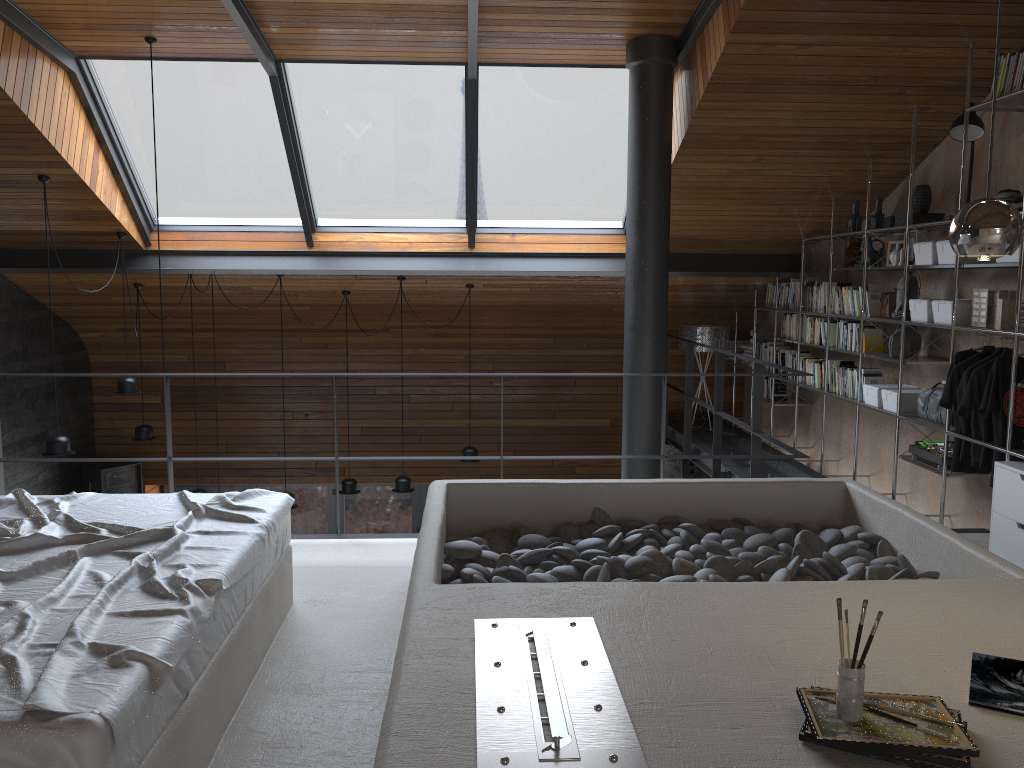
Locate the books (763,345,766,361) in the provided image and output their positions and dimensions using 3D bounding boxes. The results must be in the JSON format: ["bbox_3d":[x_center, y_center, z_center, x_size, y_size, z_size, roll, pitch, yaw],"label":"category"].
[{"bbox_3d":[2.395,-0.242,8.186,0.148,0.234,0.013,0,7,-3],"label":"books"}]

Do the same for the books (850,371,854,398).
[{"bbox_3d":[2.477,0.001,6.289,0.148,0.189,0.053,0,7,-3],"label":"books"}]

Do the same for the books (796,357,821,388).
[{"bbox_3d":[2.411,-0.097,7.066,0.139,0.211,0.467,0,7,-3],"label":"books"}]

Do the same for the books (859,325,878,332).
[{"bbox_3d":[2.471,-0.312,6.135,0.129,0.186,0.050,0,7,-3],"label":"books"}]

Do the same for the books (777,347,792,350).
[{"bbox_3d":[2.393,-0.205,7.814,0.131,0.247,0.018,0,7,-3],"label":"books"}]

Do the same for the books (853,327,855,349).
[{"bbox_3d":[2.489,-0.319,6.268,0.148,0.167,0.014,0,7,-3],"label":"books"}]

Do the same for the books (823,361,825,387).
[{"bbox_3d":[2.443,-0.067,6.774,0.133,0.218,0.051,0,7,-3],"label":"books"}]

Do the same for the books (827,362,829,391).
[{"bbox_3d":[2.431,-0.065,6.655,0.148,0.232,0.053,0,7,-3],"label":"books"}]

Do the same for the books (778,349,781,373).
[{"bbox_3d":[2.395,-0.188,7.731,0.143,0.235,0.055,0,7,-3],"label":"books"}]

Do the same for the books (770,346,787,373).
[{"bbox_3d":[2.403,-0.223,7.999,0.146,0.240,0.023,0,7,-3],"label":"books"}]

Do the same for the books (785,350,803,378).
[{"bbox_3d":[2.423,-0.173,7.609,0.148,0.232,0.053,0,7,-3],"label":"books"}]

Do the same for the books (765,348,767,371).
[{"bbox_3d":[2.392,-0.223,8.119,0.146,0.210,0.018,0,7,-3],"label":"books"}]

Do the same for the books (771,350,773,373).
[{"bbox_3d":[2.386,-0.197,7.923,0.130,0.208,0.010,0,7,-3],"label":"books"}]

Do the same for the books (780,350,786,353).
[{"bbox_3d":[2.398,-0.180,7.672,0.148,0.232,0.053,0,7,-3],"label":"books"}]

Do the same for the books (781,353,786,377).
[{"bbox_3d":[2.397,-0.164,7.656,0.148,0.206,0.053,0,7,-3],"label":"books"}]

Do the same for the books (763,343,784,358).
[{"bbox_3d":[2.418,-0.252,8.198,0.192,0.251,0.012,0,7,-3],"label":"books"}]

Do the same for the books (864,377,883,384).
[{"bbox_3d":[2.491,0.034,6.103,0.130,0.166,0.046,0,7,-3],"label":"books"}]

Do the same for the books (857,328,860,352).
[{"bbox_3d":[2.479,-0.307,6.178,0.148,0.167,0.053,0,7,-3],"label":"books"}]

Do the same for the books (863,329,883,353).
[{"bbox_3d":[2.484,-0.297,6.104,0.129,0.165,0.056,0,7,-3],"label":"books"}]

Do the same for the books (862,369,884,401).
[{"bbox_3d":[2.495,0.006,6.128,0.143,0.217,0.066,0,7,-3],"label":"books"}]

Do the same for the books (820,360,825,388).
[{"bbox_3d":[2.450,-0.075,6.823,0.155,0.215,0.055,0,7,-3],"label":"books"}]

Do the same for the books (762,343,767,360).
[{"bbox_3d":[2.412,-0.256,8.208,0.191,0.255,0.012,0,7,-3],"label":"books"}]

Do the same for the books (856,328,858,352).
[{"bbox_3d":[2.471,-0.309,6.191,0.130,0.167,0.046,0,7,-3],"label":"books"}]

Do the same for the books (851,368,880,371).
[{"bbox_3d":[2.514,-0.009,6.301,0.207,0.205,0.053,0,7,-3],"label":"books"}]

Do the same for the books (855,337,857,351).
[{"bbox_3d":[2.480,-0.302,6.230,0.128,0.143,0.009,0,7,-3],"label":"books"}]

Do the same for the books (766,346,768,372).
[{"bbox_3d":[2.386,-0.226,8.046,0.148,0.234,0.013,0,7,-3],"label":"books"}]

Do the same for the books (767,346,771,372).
[{"bbox_3d":[2.392,-0.224,8.033,0.148,0.234,0.013,0,7,-3],"label":"books"}]

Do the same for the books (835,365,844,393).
[{"bbox_3d":[2.460,-0.035,6.545,0.137,0.201,0.047,0,7,-3],"label":"books"}]

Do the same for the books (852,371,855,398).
[{"bbox_3d":[2.495,0.005,6.262,0.169,0.188,0.058,0,7,-3],"label":"books"}]

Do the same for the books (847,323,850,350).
[{"bbox_3d":[2.470,-0.338,6.331,0.148,0.190,0.013,0,7,-3],"label":"books"}]

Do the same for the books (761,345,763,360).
[{"bbox_3d":[2.398,-0.246,8.223,0.169,0.232,0.018,0,7,-3],"label":"books"}]

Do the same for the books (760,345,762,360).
[{"bbox_3d":[2.380,-0.250,8.250,0.148,0.234,0.013,0,7,-3],"label":"books"}]

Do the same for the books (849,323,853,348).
[{"bbox_3d":[2.476,-0.336,6.318,0.148,0.190,0.013,0,7,-3],"label":"books"}]

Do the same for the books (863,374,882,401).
[{"bbox_3d":[2.487,0.023,6.113,0.129,0.186,0.050,0,7,-3],"label":"books"}]

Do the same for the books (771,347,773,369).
[{"bbox_3d":[2.401,-0.217,7.968,0.148,0.234,0.013,0,7,-3],"label":"books"}]

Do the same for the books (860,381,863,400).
[{"bbox_3d":[2.489,0.026,6.158,0.146,0.171,0.054,0,7,-3],"label":"books"}]

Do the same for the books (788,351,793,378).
[{"bbox_3d":[2.426,-0.167,7.561,0.148,0.232,0.053,0,7,-3],"label":"books"}]

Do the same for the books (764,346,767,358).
[{"bbox_3d":[2.396,-0.237,8.157,0.160,0.231,0.021,0,7,-3],"label":"books"}]

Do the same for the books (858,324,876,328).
[{"bbox_3d":[2.485,-0.323,6.217,0.129,0.188,0.010,0,7,-3],"label":"books"}]

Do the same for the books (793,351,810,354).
[{"bbox_3d":[2.458,-0.163,7.528,0.148,0.232,0.053,0,7,-3],"label":"books"}]

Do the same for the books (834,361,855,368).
[{"bbox_3d":[2.467,-0.055,6.573,0.148,0.232,0.053,0,7,-3],"label":"books"}]

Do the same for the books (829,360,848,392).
[{"bbox_3d":[2.434,-0.059,6.607,0.148,0.232,0.053,0,7,-3],"label":"books"}]

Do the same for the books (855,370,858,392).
[{"bbox_3d":[2.514,0.001,6.237,0.192,0.202,0.055,0,7,-3],"label":"books"}]

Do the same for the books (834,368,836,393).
[{"bbox_3d":[2.450,-0.027,6.558,0.131,0.180,0.042,0,7,-3],"label":"books"}]

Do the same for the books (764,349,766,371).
[{"bbox_3d":[2.379,-0.221,8.132,0.130,0.208,0.010,0,7,-3],"label":"books"}]

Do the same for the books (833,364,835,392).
[{"bbox_3d":[2.458,-0.042,6.584,0.149,0.205,0.049,0,7,-3],"label":"books"}]

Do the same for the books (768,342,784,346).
[{"bbox_3d":[2.398,-0.248,8.088,0.143,0.268,0.020,0,7,-3],"label":"books"}]

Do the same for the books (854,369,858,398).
[{"bbox_3d":[2.509,-0.002,6.248,0.191,0.205,0.055,0,7,-3],"label":"books"}]

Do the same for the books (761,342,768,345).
[{"bbox_3d":[2.417,-0.262,8.261,0.207,0.255,0.010,0,7,-3],"label":"books"}]

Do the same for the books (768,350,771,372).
[{"bbox_3d":[2.390,-0.205,8.020,0.143,0.199,0.019,0,7,-3],"label":"books"}]

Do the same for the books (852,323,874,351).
[{"bbox_3d":[2.487,-0.335,6.283,0.146,0.195,0.023,0,7,-3],"label":"books"}]

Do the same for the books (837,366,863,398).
[{"bbox_3d":[2.465,-0.020,6.419,0.136,0.210,0.273,0,7,-2],"label":"books"}]

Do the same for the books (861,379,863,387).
[{"bbox_3d":[2.494,0.025,6.144,0.148,0.175,0.046,0,7,-3],"label":"books"}]
